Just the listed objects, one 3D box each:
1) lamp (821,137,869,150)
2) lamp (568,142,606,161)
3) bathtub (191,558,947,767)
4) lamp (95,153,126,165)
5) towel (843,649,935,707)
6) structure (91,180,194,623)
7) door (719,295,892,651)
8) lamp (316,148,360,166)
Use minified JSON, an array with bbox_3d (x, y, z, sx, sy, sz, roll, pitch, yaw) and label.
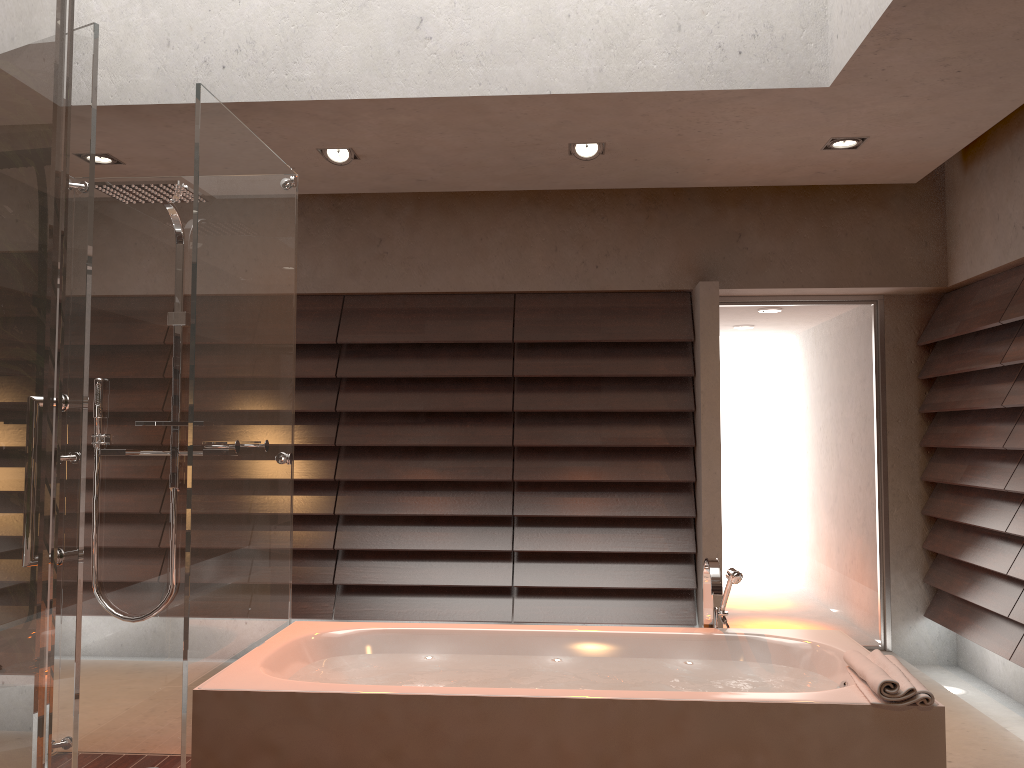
[{"bbox_3d":[1.484,-1.094,3.959,0.165,0.051,0.170,0,-3,4],"label":"lamp"},{"bbox_3d":[0.340,-1.085,4.039,0.165,0.110,0.170,0,-3,4],"label":"lamp"},{"bbox_3d":[0.156,0.984,2.851,2.000,0.761,0.994,0,-3,4],"label":"bathtub"},{"bbox_3d":[-1.950,-1.085,4.199,0.165,0.051,0.170,0,-3,4],"label":"lamp"},{"bbox_3d":[1.038,0.808,2.468,0.159,0.068,0.396,0,-3,10],"label":"towel"},{"bbox_3d":[-1.337,0.100,3.201,0.575,1.578,0.385,0,-3,4],"label":"structure"},{"bbox_3d":[1.617,0.494,5.073,1.007,2.000,0.090,0,-3,4],"label":"door"},{"bbox_3d":[-0.806,-1.082,4.119,0.165,0.110,0.170,0,-3,4],"label":"lamp"}]
